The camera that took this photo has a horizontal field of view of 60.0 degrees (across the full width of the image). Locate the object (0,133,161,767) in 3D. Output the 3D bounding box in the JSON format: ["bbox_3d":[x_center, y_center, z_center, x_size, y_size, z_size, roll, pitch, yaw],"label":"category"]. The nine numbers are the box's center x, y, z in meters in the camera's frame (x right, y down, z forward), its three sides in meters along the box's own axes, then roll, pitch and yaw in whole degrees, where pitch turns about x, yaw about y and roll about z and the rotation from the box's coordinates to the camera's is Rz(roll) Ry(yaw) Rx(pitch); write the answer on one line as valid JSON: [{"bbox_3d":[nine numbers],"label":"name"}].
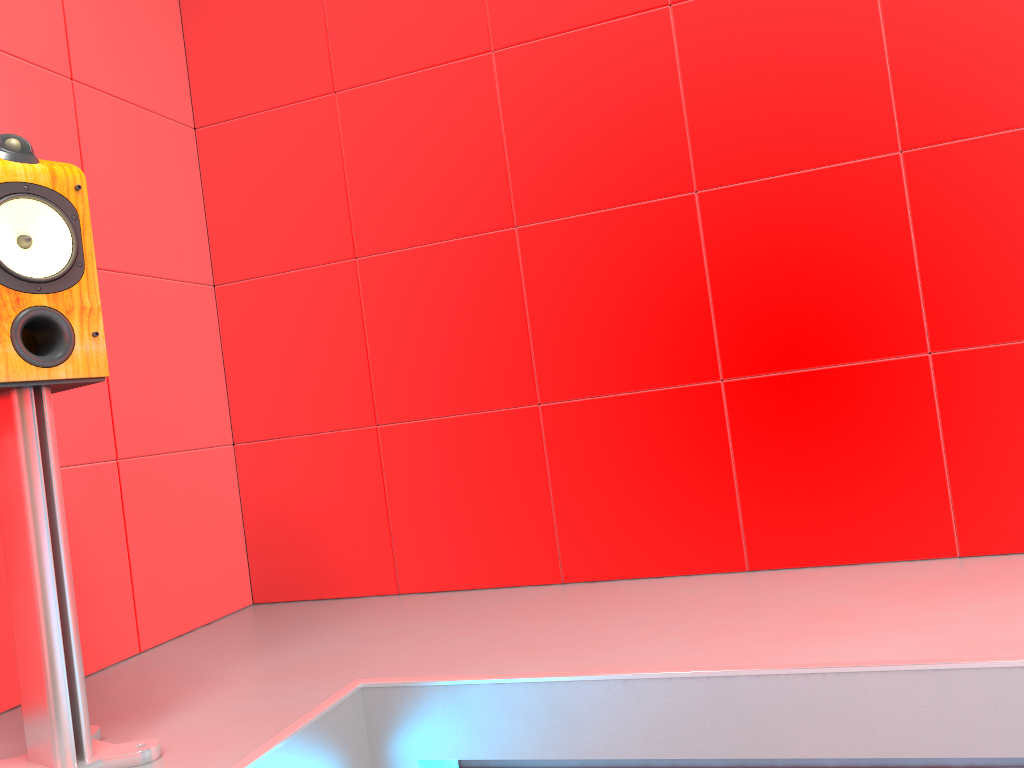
[{"bbox_3d":[-0.818,0.120,1.490,0.265,1.058,0.231,-9,-2,38],"label":"object"}]
